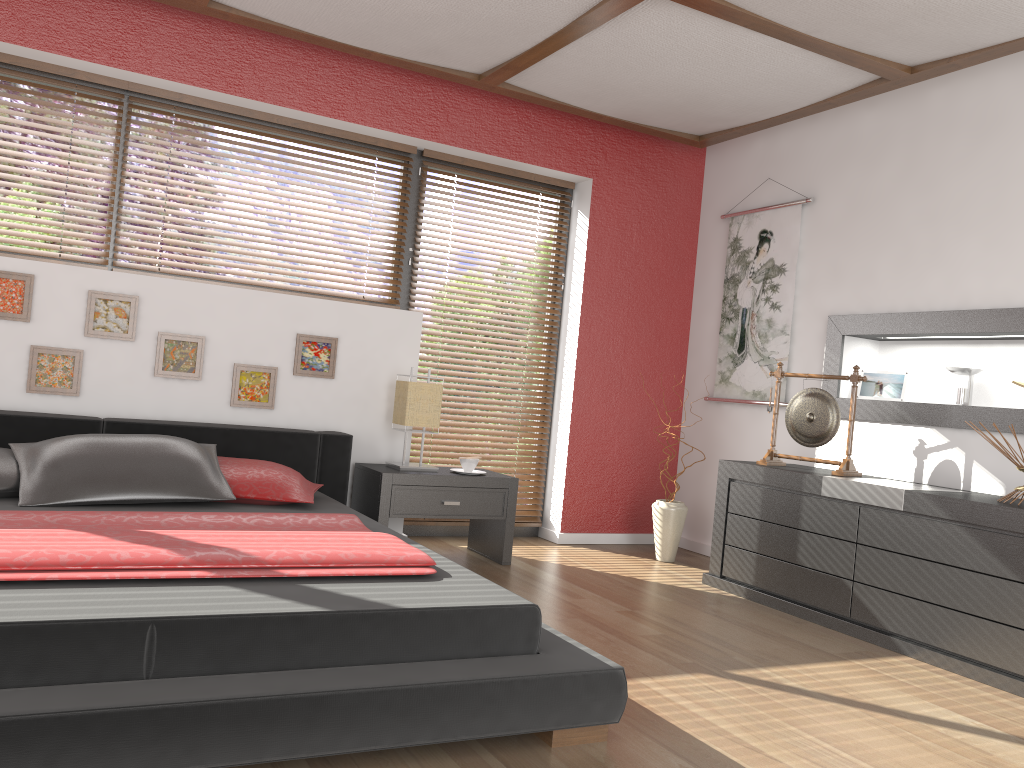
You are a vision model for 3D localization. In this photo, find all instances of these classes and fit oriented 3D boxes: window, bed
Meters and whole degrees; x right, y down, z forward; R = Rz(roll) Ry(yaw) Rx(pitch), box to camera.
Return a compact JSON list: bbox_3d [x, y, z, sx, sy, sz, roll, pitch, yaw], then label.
[{"bbox_3d":[-0.183,-0.238,5.069,0.889,1.893,0.020,6,-1,-28],"label":"window"},{"bbox_3d":[-1.847,-0.946,4.163,2.817,0.786,0.020,6,-1,-28],"label":"window"},{"bbox_3d":[-1.345,0.451,2.673,2.469,0.577,2.413,6,-1,-28],"label":"bed"}]

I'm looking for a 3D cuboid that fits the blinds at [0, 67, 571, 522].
[{"bbox_3d":[-1.872,-0.368,4.095,4.840,1.952,0.032,6,-1,-28],"label":"blinds"}]

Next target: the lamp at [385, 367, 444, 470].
[{"bbox_3d":[-0.464,0.162,4.304,0.200,0.480,0.200,6,-1,-28],"label":"lamp"}]

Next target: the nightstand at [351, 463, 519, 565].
[{"bbox_3d":[-0.383,0.633,4.320,0.700,0.423,0.413,6,-1,-28],"label":"nightstand"}]

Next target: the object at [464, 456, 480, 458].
[{"bbox_3d":[-0.207,0.360,4.346,0.007,0.007,0.192,5,-1,27],"label":"object"}]

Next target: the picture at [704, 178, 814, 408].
[{"bbox_3d":[1.367,-0.519,4.943,0.028,1.270,0.701,6,-1,-28],"label":"picture"}]

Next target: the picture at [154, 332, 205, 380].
[{"bbox_3d":[-1.491,-0.124,3.982,0.200,0.200,0.010,6,-1,-28],"label":"picture"}]

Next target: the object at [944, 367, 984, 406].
[{"bbox_3d":[2.015,0.017,3.966,0.159,0.171,0.159,5,-1,21],"label":"object"}]

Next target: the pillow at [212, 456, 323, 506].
[{"bbox_3d":[-1.149,0.389,3.587,0.745,0.172,0.418,5,-1,-9],"label":"pillow"}]

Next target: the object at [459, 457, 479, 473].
[{"bbox_3d":[-0.212,0.398,4.338,0.099,0.069,0.099,5,-1,-3],"label":"object"}]

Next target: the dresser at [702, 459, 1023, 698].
[{"bbox_3d":[1.592,0.718,3.665,0.540,0.608,1.740,6,-1,-28],"label":"dresser"}]

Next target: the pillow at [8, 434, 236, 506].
[{"bbox_3d":[-1.430,0.308,3.278,0.744,0.241,0.386,6,-1,-32],"label":"pillow"}]

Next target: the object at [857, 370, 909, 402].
[{"bbox_3d":[1.797,0.007,4.307,0.226,0.146,0.041,5,-1,42],"label":"object"}]

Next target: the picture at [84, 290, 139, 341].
[{"bbox_3d":[-1.736,-0.295,3.847,0.200,0.200,0.010,6,-1,-28],"label":"picture"}]

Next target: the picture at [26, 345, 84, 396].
[{"bbox_3d":[-1.933,-0.055,3.752,0.200,0.200,0.010,6,-1,-28],"label":"picture"}]

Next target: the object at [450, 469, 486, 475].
[{"bbox_3d":[-0.215,0.431,4.338,0.179,0.012,0.179,5,-1,-3],"label":"object"}]

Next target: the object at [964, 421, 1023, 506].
[{"bbox_3d":[1.879,0.295,3.179,0.481,0.282,0.481,5,-1,28],"label":"object"}]

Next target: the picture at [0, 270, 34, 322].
[{"bbox_3d":[-2.091,-0.365,3.656,0.200,0.200,0.010,6,-1,-28],"label":"picture"}]

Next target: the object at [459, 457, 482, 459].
[{"bbox_3d":[-0.204,0.360,4.322,0.007,0.007,0.192,5,-1,32],"label":"object"}]

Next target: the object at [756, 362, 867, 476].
[{"bbox_3d":[1.390,0.151,4.100,0.173,0.498,0.490,6,-1,-43],"label":"object"}]

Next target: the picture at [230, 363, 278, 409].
[{"bbox_3d":[-1.203,0.012,4.140,0.200,0.200,0.010,6,-1,-28],"label":"picture"}]

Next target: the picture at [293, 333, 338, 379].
[{"bbox_3d":[-0.945,-0.132,4.270,0.200,0.200,0.010,6,-1,-28],"label":"picture"}]

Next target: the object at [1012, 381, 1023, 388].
[{"bbox_3d":[2.217,0.060,3.544,0.181,0.116,0.350,6,-1,-38],"label":"object"}]

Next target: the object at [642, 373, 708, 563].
[{"bbox_3d":[0.832,0.443,4.817,0.364,1.035,0.422,5,-1,37],"label":"object"}]

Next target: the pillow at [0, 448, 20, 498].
[{"bbox_3d":[-1.926,0.312,3.114,0.418,0.172,0.745,5,-1,37],"label":"pillow"}]
